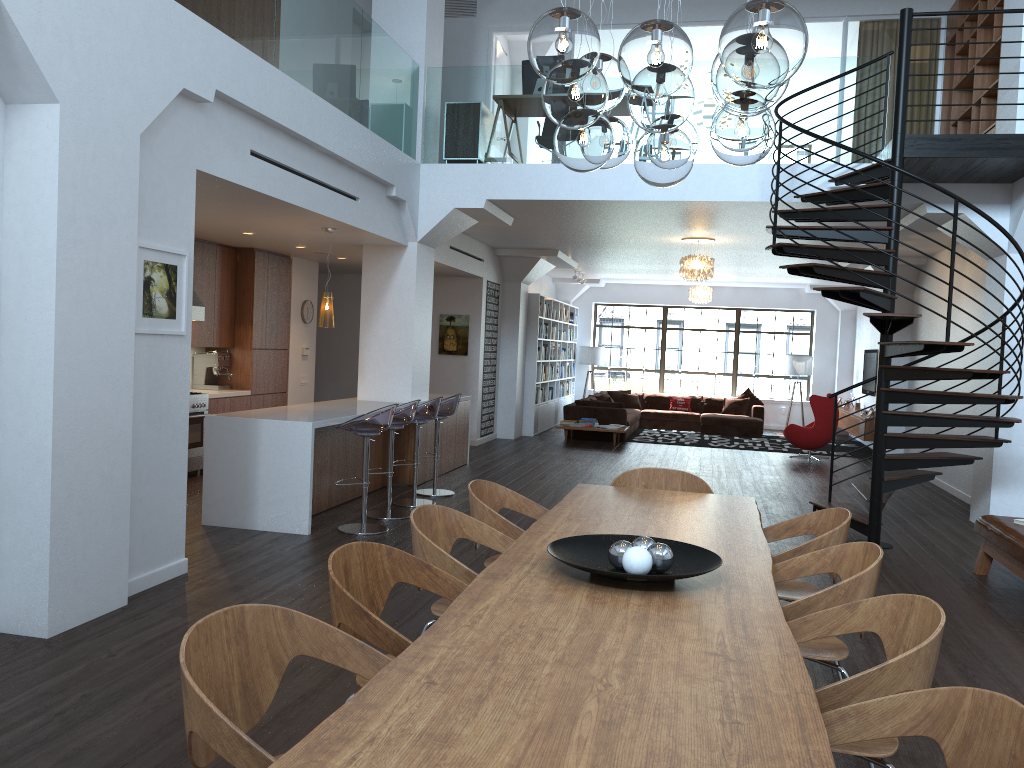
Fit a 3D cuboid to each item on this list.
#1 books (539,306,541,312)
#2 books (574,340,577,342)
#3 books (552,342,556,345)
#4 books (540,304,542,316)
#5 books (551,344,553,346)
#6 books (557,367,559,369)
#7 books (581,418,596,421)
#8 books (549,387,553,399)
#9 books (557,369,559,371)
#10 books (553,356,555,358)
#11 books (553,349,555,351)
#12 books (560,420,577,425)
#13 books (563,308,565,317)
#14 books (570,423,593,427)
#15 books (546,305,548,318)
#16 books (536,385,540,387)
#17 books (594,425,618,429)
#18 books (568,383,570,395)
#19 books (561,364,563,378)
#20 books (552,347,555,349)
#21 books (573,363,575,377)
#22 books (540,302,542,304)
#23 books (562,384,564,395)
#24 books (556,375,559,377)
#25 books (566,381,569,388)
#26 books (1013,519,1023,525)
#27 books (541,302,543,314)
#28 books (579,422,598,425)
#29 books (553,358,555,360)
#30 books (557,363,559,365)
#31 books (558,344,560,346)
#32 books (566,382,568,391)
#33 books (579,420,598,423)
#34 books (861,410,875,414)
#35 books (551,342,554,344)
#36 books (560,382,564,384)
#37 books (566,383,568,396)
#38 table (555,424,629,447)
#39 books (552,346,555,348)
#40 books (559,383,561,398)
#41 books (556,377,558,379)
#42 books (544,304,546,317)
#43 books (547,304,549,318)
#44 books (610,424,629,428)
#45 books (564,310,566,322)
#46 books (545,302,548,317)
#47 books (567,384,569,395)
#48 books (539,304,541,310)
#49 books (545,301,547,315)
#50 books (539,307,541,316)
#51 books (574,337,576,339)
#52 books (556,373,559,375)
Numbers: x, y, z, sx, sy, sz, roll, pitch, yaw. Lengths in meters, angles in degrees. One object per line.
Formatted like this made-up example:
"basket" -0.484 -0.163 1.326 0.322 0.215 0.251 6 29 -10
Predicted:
"books" 0.388 -1.258 15.133 0.167 0.210 0.162 3 2 12
"books" 1.226 -0.930 19.119 0.284 0.035 0.197 5 3 42
"books" 0.728 -0.769 16.813 0.129 0.043 0.185 4 3 27
"books" 0.420 -1.268 15.227 0.161 0.222 0.084 3 2 12
"books" 0.645 -0.722 16.415 0.174 0.045 0.240 3 2 12
"books" 0.791 -0.313 17.264 0.223 0.032 0.161 3 2 12
"books" 1.272 0.586 14.667 0.224 0.027 0.157 3 3 17
"books" 0.714 0.172 16.939 0.140 0.231 0.042 3 2 12
"books" 0.782 -0.279 17.261 0.253 0.040 0.183 3 2 12
"books" 0.708 -0.518 16.802 0.160 0.039 0.251 3 3 17
"books" 0.712 -0.644 16.803 0.183 0.042 0.253 3 2 12
"books" 0.946 0.634 14.678 0.241 0.045 0.334 3 2 14
"books" 0.962 -1.382 17.712 0.176 0.290 0.053 3 2 12
"books" 1.112 0.663 14.291 0.236 0.035 0.340 4 3 37
"books" 0.550 -1.297 15.804 0.159 0.248 0.089 3 2 12
"books" 0.348 0.031 15.223 0.223 0.027 0.161 4 3 22
"books" 1.502 0.683 14.195 0.231 0.040 0.342 1 3 -37
"books" 1.131 0.104 18.823 0.171 0.246 0.057 3 2 12
"books" 0.920 -0.262 17.792 0.197 0.290 0.136 3 2 12
"books" 0.709 -0.681 16.809 0.161 0.033 0.223 3 2 12
"books" 1.271 -0.310 19.313 0.176 0.290 0.053 3 2 12
"books" 0.419 -1.283 15.259 0.159 0.248 0.089 3 2 12
"books" 0.959 0.128 17.997 0.183 0.253 0.034 3 2 12
"books" 0.771 -0.158 17.265 0.251 0.037 0.160 3 3 17
"books" 1.120 0.083 18.685 0.140 0.298 0.044 3 2 12
"books" 3.539 0.945 5.992 0.161 0.031 0.223 2 2 -10
"books" 0.430 -1.286 15.301 0.170 0.251 0.118 3 2 12
"books" 1.268 0.653 14.668 0.312 0.037 0.216 3 2 2
"books" 0.709 -0.479 16.805 0.171 0.039 0.246 3 2 12
"books" 0.803 -0.397 17.245 0.185 0.041 0.129 4 3 27
"books" 0.800 -0.764 17.144 0.224 0.030 0.161 4 3 22
"books" 1.066 0.092 18.582 0.198 0.284 0.066 3 2 12
"books" 1.266 0.616 14.671 0.279 0.035 0.191 4 3 22
"books" 6.123 0.492 15.143 0.250 0.053 0.400 3 2 12
"books" 0.649 -0.757 16.390 0.223 0.027 0.161 4 3 22
"books" 0.958 0.108 18.032 0.176 0.290 0.036 3 2 12
"books" 1.069 0.110 18.522 0.183 0.253 0.037 3 2 12
"table" 1.310 0.821 14.378 1.100 0.271 0.853 3 2 12
"books" 0.701 -0.711 16.834 0.223 0.027 0.161 3 2 2
"books" 0.869 0.122 17.660 0.198 0.284 0.066 3 2 12
"books" 0.770 -0.120 17.263 0.246 0.038 0.171 3 2 12
"books" 0.498 -1.288 15.589 0.174 0.242 0.105 3 2 12
"books" 0.560 -1.300 15.836 0.182 0.253 0.098 3 2 12
"books" 1.728 0.681 14.497 0.256 0.035 0.350 4 3 38
"books" 0.995 -1.363 17.835 0.171 0.246 0.057 3 2 12
"books" 0.522 -1.317 15.737 0.197 0.290 0.136 3 2 12
"books" 1.091 0.109 18.641 0.189 0.247 0.057 3 2 13
"books" 0.377 -1.258 15.043 0.182 0.215 0.188 3 2 12
"books" 0.513 -1.315 15.675 0.176 0.293 0.125 3 2 12
"books" 0.411 -1.265 15.195 0.161 0.218 0.101 3 2 12
"books" 1.230 -0.997 19.111 0.174 0.032 0.254 0 3 -42
"books" 0.773 -0.197 17.288 0.259 0.040 0.180 3 2 12
